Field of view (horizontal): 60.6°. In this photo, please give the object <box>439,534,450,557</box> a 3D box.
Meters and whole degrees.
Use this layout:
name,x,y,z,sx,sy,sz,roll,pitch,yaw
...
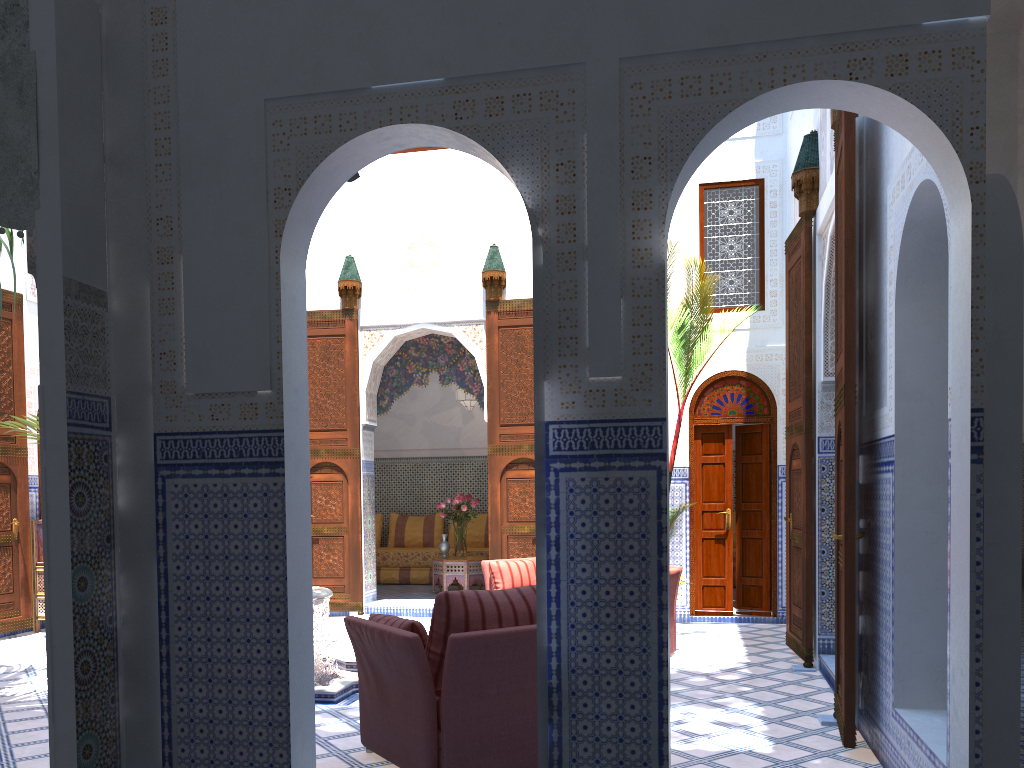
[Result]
name,x,y,z,sx,sy,sz,roll,pitch,yaw
object,-0.630,1.509,8.172,0.106,0.214,0.106,-1,0,17

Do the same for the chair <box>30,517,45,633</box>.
name,x,y,z,sx,sy,sz,roll,pitch,yaw
chair,-3.342,1.459,6.815,0.503,1.084,0.484,-1,0,12

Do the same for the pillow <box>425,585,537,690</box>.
name,x,y,z,sx,sy,sz,roll,pitch,yaw
pillow,-0.060,0.926,3.212,0.581,0.380,0.302,2,-3,-33

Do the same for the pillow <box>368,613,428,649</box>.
name,x,y,z,sx,sy,sz,roll,pitch,yaw
pillow,-0.429,1.013,3.374,0.187,0.243,0.398,0,-4,-32

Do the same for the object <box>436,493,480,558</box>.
name,x,y,z,sx,sy,sz,roll,pitch,yaw
object,-0.497,1.311,8.124,0.448,0.598,0.334,-2,-1,38

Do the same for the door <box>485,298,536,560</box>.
name,x,y,z,sx,sy,sz,roll,pitch,yaw
door,0.087,0.597,6.914,0.583,2.526,0.123,0,2,12

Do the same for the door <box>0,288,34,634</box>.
name,x,y,z,sx,sy,sz,roll,pitch,yaw
door,-3.709,0.563,6.251,0.123,2.526,0.580,0,2,17

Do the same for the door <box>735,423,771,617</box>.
name,x,y,z,sx,sy,sz,roll,pitch,yaw
door,1.845,1.045,6.716,0.285,1.469,0.024,1,2,42

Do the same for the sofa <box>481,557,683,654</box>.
name,x,y,z,sx,sy,sz,roll,pitch,yaw
sofa,0.451,1.441,5.717,0.732,0.541,1.368,2,-6,-33

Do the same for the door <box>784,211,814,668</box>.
name,x,y,z,sx,sy,sz,roll,pitch,yaw
door,1.672,0.352,5.104,0.123,2.526,0.580,0,1,7

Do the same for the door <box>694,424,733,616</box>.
name,x,y,z,sx,sy,sz,roll,pitch,yaw
door,1.543,1.047,6.706,0.286,1.469,0.123,0,2,12

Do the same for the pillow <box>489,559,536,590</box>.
name,x,y,z,sx,sy,sz,roll,pitch,yaw
pillow,0.018,1.340,6.027,0.379,0.254,0.188,2,-2,-32

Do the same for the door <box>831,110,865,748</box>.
name,x,y,z,sx,sy,sz,roll,pitch,yaw
door,1.328,0.157,3.494,0.123,2.526,0.580,0,2,17

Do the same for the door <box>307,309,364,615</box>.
name,x,y,z,sx,sy,sz,roll,pitch,yaw
door,-1.527,0.658,7.235,0.583,2.526,0.123,-1,2,7

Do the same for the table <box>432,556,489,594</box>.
name,x,y,z,sx,sy,sz,roll,pitch,yaw
table,-0.458,1.783,8.166,0.537,0.324,0.540,-2,-5,12

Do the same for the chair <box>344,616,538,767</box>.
name,x,y,z,sx,sy,sz,roll,pitch,yaw
chair,-0.134,1.154,3.345,0.812,0.543,0.729,2,-5,-33
